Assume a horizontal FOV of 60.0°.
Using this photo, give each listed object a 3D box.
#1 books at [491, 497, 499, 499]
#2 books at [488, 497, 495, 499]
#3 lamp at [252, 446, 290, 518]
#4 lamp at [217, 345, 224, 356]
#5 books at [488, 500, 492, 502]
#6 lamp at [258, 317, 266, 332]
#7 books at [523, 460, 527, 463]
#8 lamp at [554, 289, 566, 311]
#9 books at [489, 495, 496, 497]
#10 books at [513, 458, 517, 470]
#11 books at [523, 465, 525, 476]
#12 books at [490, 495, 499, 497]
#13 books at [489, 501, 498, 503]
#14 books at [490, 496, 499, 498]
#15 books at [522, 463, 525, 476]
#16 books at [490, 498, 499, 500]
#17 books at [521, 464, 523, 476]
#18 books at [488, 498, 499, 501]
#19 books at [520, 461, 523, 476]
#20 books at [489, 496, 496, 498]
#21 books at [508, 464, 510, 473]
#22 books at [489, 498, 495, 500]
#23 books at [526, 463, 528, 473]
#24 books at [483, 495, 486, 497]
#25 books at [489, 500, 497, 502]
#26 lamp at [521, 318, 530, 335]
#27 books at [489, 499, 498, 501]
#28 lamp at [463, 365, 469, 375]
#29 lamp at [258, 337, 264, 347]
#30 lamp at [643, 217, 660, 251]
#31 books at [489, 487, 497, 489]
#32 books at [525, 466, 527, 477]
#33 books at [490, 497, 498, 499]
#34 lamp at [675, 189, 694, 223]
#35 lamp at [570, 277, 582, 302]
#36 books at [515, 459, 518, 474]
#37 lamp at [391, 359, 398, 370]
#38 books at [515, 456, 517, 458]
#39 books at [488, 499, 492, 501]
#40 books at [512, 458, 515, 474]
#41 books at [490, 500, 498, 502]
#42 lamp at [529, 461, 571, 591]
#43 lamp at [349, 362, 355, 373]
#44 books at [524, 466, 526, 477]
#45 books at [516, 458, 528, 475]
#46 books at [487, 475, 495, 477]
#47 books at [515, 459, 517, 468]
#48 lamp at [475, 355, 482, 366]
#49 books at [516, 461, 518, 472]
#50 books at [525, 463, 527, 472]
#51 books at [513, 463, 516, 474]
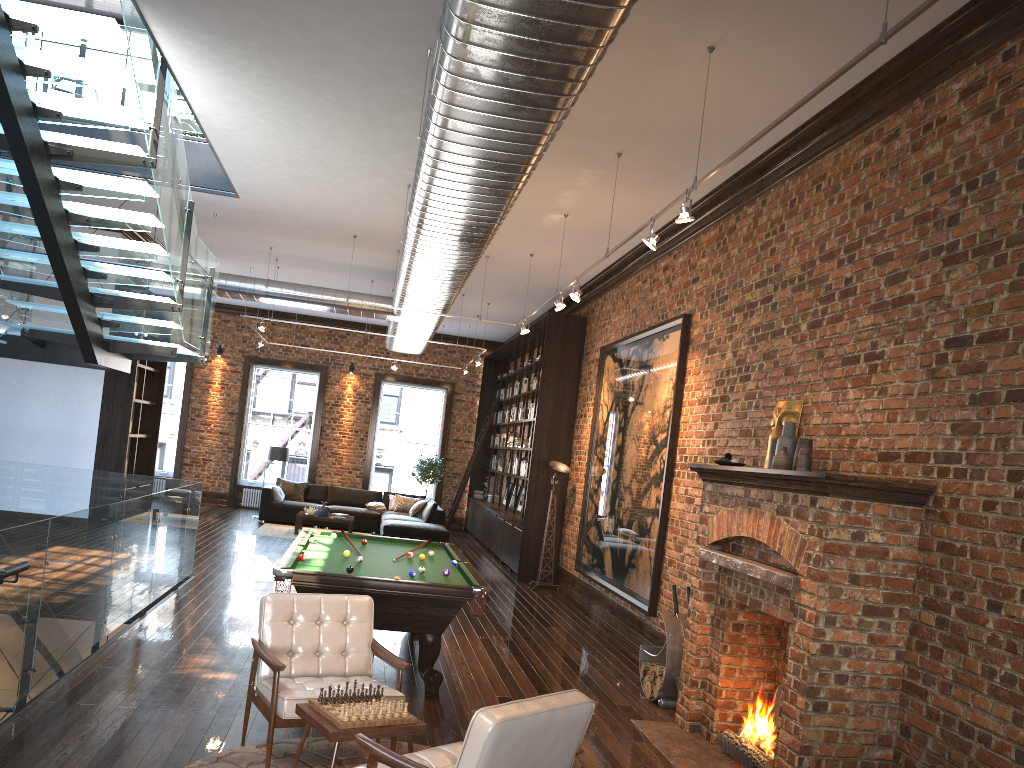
[{"bbox_3d":[-0.372,2.470,19.291,0.227,0.007,0.369,8,-5,-10],"label":"books"},{"bbox_3d":[-0.381,2.485,19.290,0.229,0.008,0.330,8,-5,-12],"label":"books"},{"bbox_3d":[-4.836,1.979,17.720,0.685,1.465,0.421,6,0,21],"label":"lamp"},{"bbox_3d":[-6.393,-0.727,19.402,0.126,0.236,0.155,7,-1,-9],"label":"lamp"},{"bbox_3d":[-0.382,2.553,19.290,0.227,0.007,0.369,7,-5,-8],"label":"books"},{"bbox_3d":[-4.012,-0.955,14.238,0.114,0.230,0.114,7,-1,12],"label":"lamp"},{"bbox_3d":[0.263,1.544,16.236,0.132,0.291,0.016,7,0,-9],"label":"books"},{"bbox_3d":[0.502,-0.857,9.078,0.114,0.230,0.113,7,-1,-30],"label":"lamp"},{"bbox_3d":[-0.382,2.438,19.289,0.227,0.007,0.372,8,-5,-14],"label":"books"},{"bbox_3d":[0.121,1.586,17.108,0.170,0.311,0.038,7,0,-9],"label":"books"},{"bbox_3d":[0.304,1.544,15.902,0.179,0.245,0.031,7,0,-9],"label":"books"},{"bbox_3d":[-0.371,2.431,19.291,0.227,0.007,0.370,7,-5,-7],"label":"books"},{"bbox_3d":[-0.390,2.560,19.289,0.229,0.008,0.331,7,-5,-6],"label":"books"},{"bbox_3d":[-0.374,2.454,19.291,0.229,0.008,0.330,7,-5,-7],"label":"books"},{"bbox_3d":[0.278,1.556,16.019,0.168,0.234,0.032,7,0,-9],"label":"books"},{"bbox_3d":[-0.382,2.492,19.290,0.227,0.007,0.371,7,-5,-5],"label":"books"},{"bbox_3d":[0.254,1.576,16.210,0.153,0.221,0.034,7,0,-9],"label":"books"},{"bbox_3d":[-0.381,2.515,19.290,0.229,0.008,0.330,8,-5,-11],"label":"books"},{"bbox_3d":[0.246,1.556,16.269,0.159,0.269,0.032,7,0,-9],"label":"books"},{"bbox_3d":[-0.384,2.461,19.289,0.229,0.008,0.333,7,-5,-3],"label":"books"},{"bbox_3d":[0.028,1.675,17.621,0.178,0.205,0.068,7,0,-9],"label":"books"},{"bbox_3d":[-0.377,2.508,19.291,0.227,0.007,0.369,7,-5,-8],"label":"books"},{"bbox_3d":[0.353,1.522,15.573,0.191,0.245,0.031,7,0,-9],"label":"books"},{"bbox_3d":[-0.513,2.565,20.198,0.227,0.008,0.353,8,-5,-12],"label":"books"},{"bbox_3d":[-0.379,2.546,19.291,0.229,0.008,0.328,7,-5,-9],"label":"books"},{"bbox_3d":[0.171,-0.724,11.116,0.113,0.230,0.114,7,-1,5],"label":"lamp"},{"bbox_3d":[-0.382,2.522,19.290,0.229,0.008,0.330,7,-5,-7],"label":"books"},{"bbox_3d":[-0.902,-0.294,17.723,0.113,0.230,0.114,6,-1,30],"label":"lamp"},{"bbox_3d":[-4.823,-0.811,17.081,0.113,0.230,0.114,6,-1,32],"label":"lamp"},{"bbox_3d":[0.969,-1.046,6.174,0.114,0.230,0.113,7,-1,-35],"label":"lamp"},{"bbox_3d":[-0.462,2.360,20.197,0.189,0.012,0.321,8,-5,-10],"label":"books"},{"bbox_3d":[0.323,1.555,15.724,0.165,0.196,0.027,7,0,-9],"label":"books"},{"bbox_3d":[-0.377,2.478,19.290,0.229,0.008,0.330,7,-5,-7],"label":"books"},{"bbox_3d":[1.080,-1.099,5.494,0.117,0.212,0.117,6,-1,33],"label":"lamp"},{"bbox_3d":[0.609,-0.899,8.421,0.113,0.230,0.114,6,-1,20],"label":"lamp"},{"bbox_3d":[0.164,1.575,16.773,0.185,0.288,0.016,7,0,-9],"label":"books"},{"bbox_3d":[-2.453,-0.408,18.545,0.114,0.230,0.113,7,-1,-40],"label":"lamp"},{"bbox_3d":[0.118,1.575,17.134,0.144,0.337,0.013,7,0,-9],"label":"books"},{"bbox_3d":[-0.386,2.530,19.290,0.227,0.007,0.370,8,-5,-12],"label":"books"},{"bbox_3d":[0.096,1.596,17.200,0.184,0.301,0.016,7,0,-9],"label":"books"},{"bbox_3d":[-0.381,2.538,19.291,0.229,0.008,0.329,8,-5,-10],"label":"books"},{"bbox_3d":[0.581,2.003,12.540,0.425,1.825,0.506,7,0,-4],"label":"lamp"},{"bbox_3d":[-3.584,-0.356,19.862,0.126,0.236,0.155,7,-1,-9],"label":"lamp"},{"bbox_3d":[0.305,1.566,15.802,0.175,0.184,0.034,7,0,-9],"label":"books"},{"bbox_3d":[0.189,1.547,16.580,0.186,0.317,0.015,7,0,-9],"label":"books"},{"bbox_3d":[-0.452,2.105,20.194,0.208,0.010,0.352,7,-5,-4],"label":"books"},{"bbox_3d":[0.158,1.580,16.829,0.185,0.285,0.015,7,0,-9],"label":"books"},{"bbox_3d":[-0.583,-0.423,15.742,0.114,0.230,0.113,7,-1,-33],"label":"lamp"},{"bbox_3d":[0.176,1.581,16.611,0.187,0.251,0.050,7,0,-9],"label":"books"},{"bbox_3d":[0.320,1.538,15.769,0.166,0.238,0.034,7,0,-9],"label":"books"},{"bbox_3d":[0.119,1.630,17.006,0.175,0.206,0.031,7,0,-9],"label":"books"}]
